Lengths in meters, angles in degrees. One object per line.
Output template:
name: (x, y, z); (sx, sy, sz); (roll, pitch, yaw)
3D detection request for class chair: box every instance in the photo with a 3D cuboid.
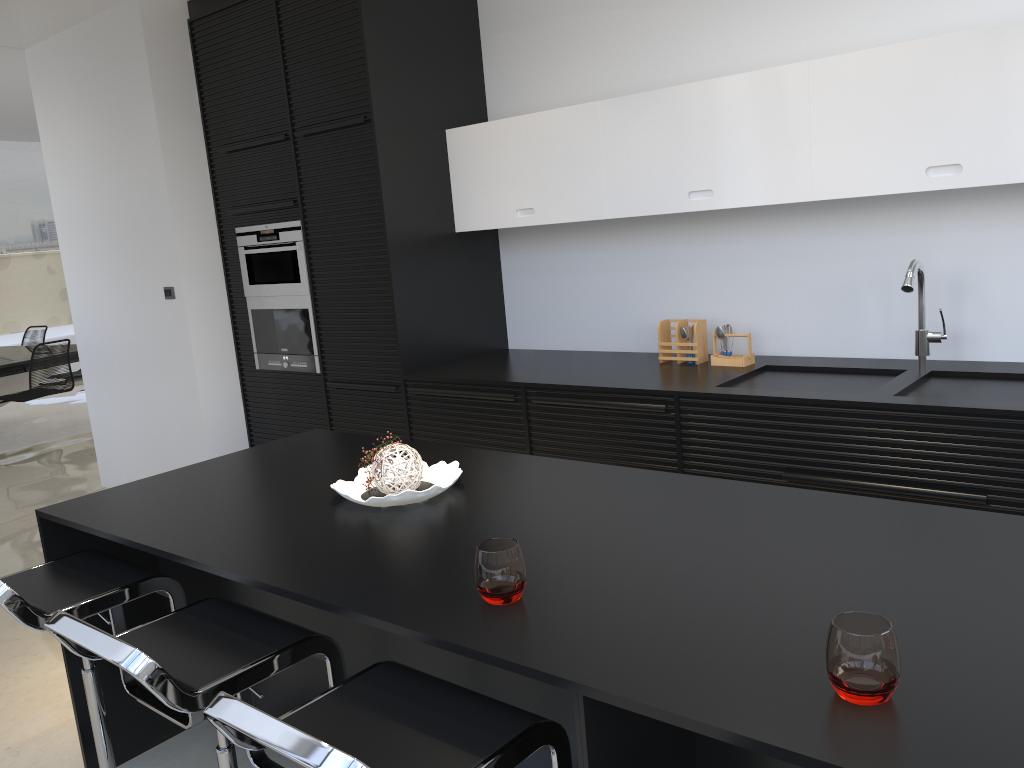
chair: (-0.169, 0.871, 1.509); (0.418, 0.857, 0.460); (4, 13, 40)
chair: (-5.239, -0.309, 9.325); (0.446, 0.519, 0.688); (0, 11, 27)
chair: (-1.119, 0.810, 2.325); (0.418, 0.857, 0.460); (4, 13, 40)
chair: (-4.125, -0.108, 7.648); (0.688, 0.519, 0.446); (0, 11, 27)
chair: (-0.625, 0.842, 1.901); (0.418, 0.857, 0.460); (4, 13, 40)
chair: (-4.350, -0.308, 8.872); (0.446, 0.519, 0.688); (0, 11, 27)

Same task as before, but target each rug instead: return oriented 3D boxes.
rug: (-3.686, -0.025, 10.656); (3.220, 0.008, 2.705); (0, 11, 27)

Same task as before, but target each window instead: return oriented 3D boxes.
window: (-0.079, -1.302, 7.823); (16.693, 3.674, 16.171); (1, 12, 33)

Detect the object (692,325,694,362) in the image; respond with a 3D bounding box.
object: (0.811, -0.170, 3.977); (0.042, 0.192, 0.040); (-5, 10, 0)

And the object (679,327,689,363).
object: (0.772, -0.161, 3.948); (0.042, 0.192, 0.040); (-5, 10, 1)

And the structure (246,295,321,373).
structure: (-1.271, -0.279, 4.912); (0.592, 0.420, 0.023); (4, 13, 40)

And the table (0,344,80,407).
table: (-5.488, 0.277, 7.759); (2.494, 0.759, 3.031); (0, 11, 27)

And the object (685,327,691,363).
object: (0.788, -0.159, 3.947); (0.020, 0.196, 0.018); (-10, 11, -26)

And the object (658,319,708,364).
object: (0.770, -0.178, 3.998); (0.200, 0.223, 0.104); (4, 13, 40)

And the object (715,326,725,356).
object: (0.914, -0.157, 3.861); (0.042, 0.192, 0.040); (-7, 10, -11)

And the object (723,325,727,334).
object: (0.934, -0.160, 3.884); (0.018, 0.196, 0.023); (2, 13, 35)

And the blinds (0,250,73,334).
blinds: (-6.292, -1.193, 11.569); (0.329, 1.027, 1.430); (0, 11, 27)

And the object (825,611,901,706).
object: (0.481, 0.377, 1.218); (0.095, 0.106, 0.095); (-11, 12, -28)

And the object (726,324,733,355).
object: (0.945, -0.167, 3.897); (0.042, 0.192, 0.040); (-7, 10, -12)

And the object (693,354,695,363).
object: (0.818, -0.153, 3.952); (0.044, 0.178, 0.019); (-2, 11, 18)

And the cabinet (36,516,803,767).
cabinet: (0.454, 0.777, 1.778); (3.800, 0.838, 1.007); (3, 13, 40)

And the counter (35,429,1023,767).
counter: (0.416, 0.358, 1.702); (3.800, 0.018, 1.006); (3, 13, 40)

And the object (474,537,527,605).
object: (-0.022, 0.347, 1.639); (0.095, 0.106, 0.095); (3, 13, 38)

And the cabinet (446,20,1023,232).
cabinet: (1.230, -0.984, 3.474); (3.741, 0.515, 0.343); (3, 13, 40)

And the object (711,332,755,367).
object: (0.952, -0.138, 3.832); (0.173, 0.170, 0.100); (4, 14, 42)

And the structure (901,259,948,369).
structure: (1.517, -0.193, 3.263); (0.115, 0.536, 0.248); (3, 13, 38)

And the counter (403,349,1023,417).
counter: (1.157, -0.022, 3.457); (3.738, 0.025, 0.804); (3, 13, 40)

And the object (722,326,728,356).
object: (0.931, -0.156, 3.863); (0.020, 0.196, 0.018); (-13, 13, -39)

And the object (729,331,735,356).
object: (0.959, -0.151, 3.874); (0.044, 0.178, 0.019); (-4, 10, 6)

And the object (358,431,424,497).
object: (-0.320, 0.216, 2.377); (0.190, 0.191, 0.165); (-9, 11, -21)

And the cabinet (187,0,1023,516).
cabinet: (0.559, -0.650, 3.803); (5.157, 2.901, 0.831); (3, 13, 40)

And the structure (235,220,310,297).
structure: (-1.310, -0.675, 4.838); (0.592, 0.388, 0.061); (3, 13, 40)

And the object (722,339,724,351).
object: (0.932, -0.154, 3.902); (0.019, 0.178, 0.044); (0, 11, 25)

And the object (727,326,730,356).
object: (0.941, -0.157, 3.862); (0.022, 0.196, 0.019); (1, 12, 29)

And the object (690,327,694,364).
object: (0.798, -0.159, 3.943); (0.022, 0.196, 0.019); (4, 14, 41)

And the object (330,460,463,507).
object: (-0.303, 0.276, 2.384); (0.329, 0.078, 0.334); (0, 11, 27)

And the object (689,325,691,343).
object: (0.796, -0.163, 3.966); (0.023, 0.196, 0.018); (-14, 13, -40)
